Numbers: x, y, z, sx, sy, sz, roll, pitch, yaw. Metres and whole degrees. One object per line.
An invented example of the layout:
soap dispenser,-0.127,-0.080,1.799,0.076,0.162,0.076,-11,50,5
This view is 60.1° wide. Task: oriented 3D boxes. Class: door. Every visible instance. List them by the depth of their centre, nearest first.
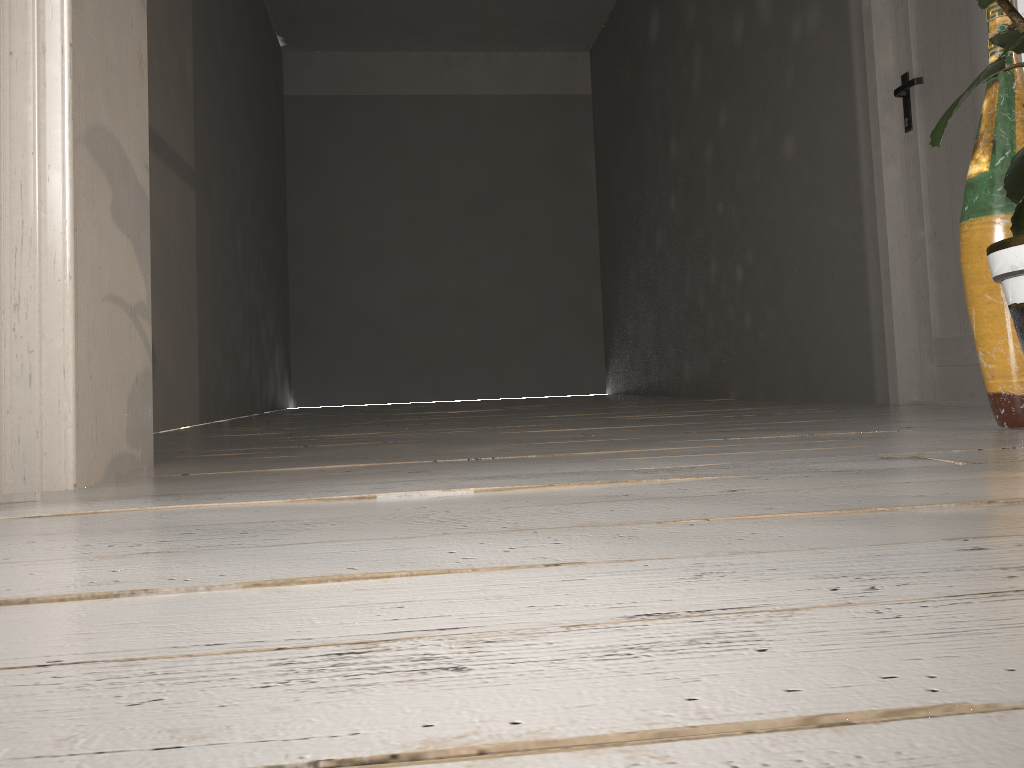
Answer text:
door,1.466,-1.087,2.772,0.178,2.316,1.033,-2,-3,-7

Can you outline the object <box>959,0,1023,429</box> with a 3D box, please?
object,1.016,-0.473,1.800,0.216,1.128,0.215,-2,-4,-12
